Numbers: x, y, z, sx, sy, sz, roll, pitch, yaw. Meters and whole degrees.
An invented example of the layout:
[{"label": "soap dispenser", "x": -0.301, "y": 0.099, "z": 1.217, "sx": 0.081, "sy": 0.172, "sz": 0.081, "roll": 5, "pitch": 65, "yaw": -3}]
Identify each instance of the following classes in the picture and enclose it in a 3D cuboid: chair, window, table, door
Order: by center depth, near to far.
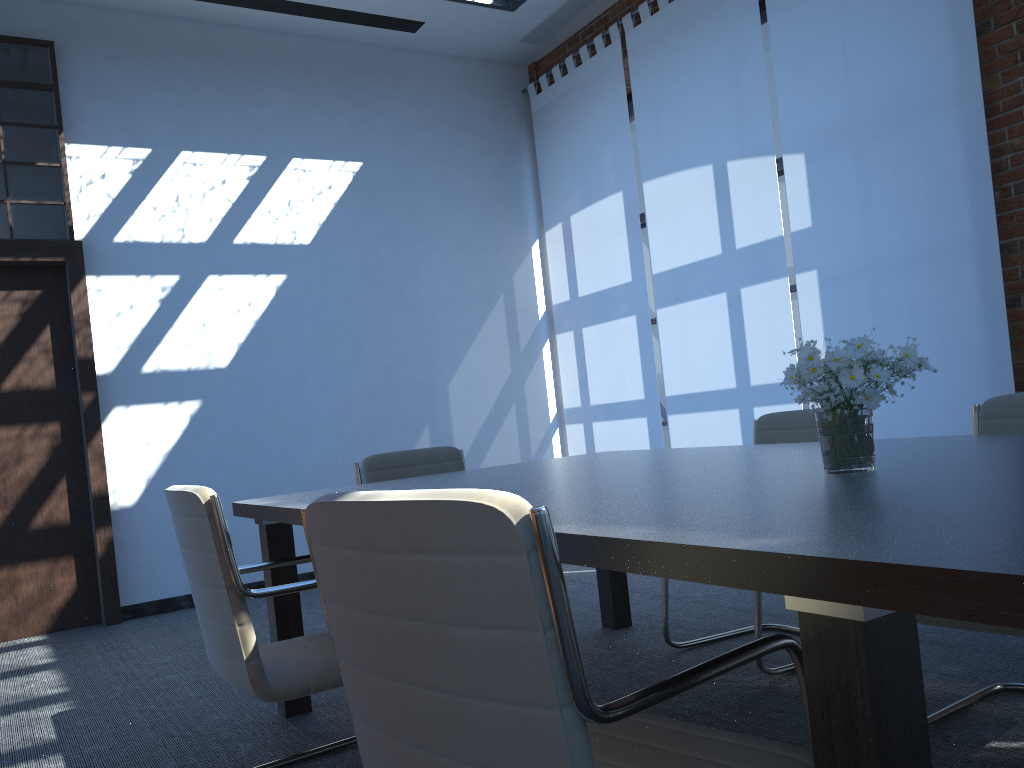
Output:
[{"label": "chair", "x": 0.120, "y": 0.588, "z": 1.423, "sx": 0.705, "sy": 0.922, "sz": 0.561, "roll": -5, "pitch": -1, "yaw": -43}, {"label": "table", "x": 0.881, "y": 0.586, "z": 1.930, "sx": 1.806, "sy": 0.809, "sz": 4.515, "roll": -5, "pitch": -3, "yaw": -31}, {"label": "chair", "x": 1.466, "y": 0.489, "z": 2.460, "sx": 0.705, "sy": 0.922, "sz": 0.561, "roll": -5, "pitch": -1, "yaw": -38}, {"label": "chair", "x": -0.583, "y": 0.715, "z": 2.596, "sx": 0.705, "sy": 0.922, "sz": 0.561, "roll": -5, "pitch": -1, "yaw": -31}, {"label": "chair", "x": 0.965, "y": 0.588, "z": 3.491, "sx": 0.705, "sy": 0.922, "sz": 0.561, "roll": -6, "pitch": -1, "yaw": -28}, {"label": "window", "x": 3.292, "y": -1.008, "z": 3.580, "sx": 0.160, "sy": 3.606, "sz": 9.645, "roll": -6, "pitch": -2, "yaw": -31}, {"label": "chair", "x": -0.263, "y": 0.735, "z": 3.844, "sx": 0.559, "sy": 0.922, "sz": 0.708, "roll": -6, "pitch": -1, "yaw": -31}, {"label": "window", "x": -3.406, "y": -1.476, "z": 5.278, "sx": 1.326, "sy": 1.292, "sz": 0.059, "roll": -5, "pitch": -1, "yaw": -31}, {"label": "door", "x": -3.235, "y": 0.358, "z": 5.322, "sx": 1.398, "sy": 2.434, "sz": 0.201, "roll": -6, "pitch": 0, "yaw": -31}]

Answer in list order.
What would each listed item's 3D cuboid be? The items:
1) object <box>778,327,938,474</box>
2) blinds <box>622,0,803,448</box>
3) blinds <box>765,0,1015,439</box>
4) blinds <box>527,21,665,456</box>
[{"label": "object", "x": 0.749, "y": 0.040, "z": 1.987, "sx": 0.328, "sy": 0.309, "sz": 0.337, "roll": -6, "pitch": -2, "yaw": -21}, {"label": "blinds", "x": 1.310, "y": -0.807, "z": 5.800, "sx": 0.039, "sy": 3.756, "sz": 1.221, "roll": -6, "pitch": 0, "yaw": -31}, {"label": "blinds", "x": 1.960, "y": -0.924, "z": 4.716, "sx": 0.039, "sy": 3.756, "sz": 1.221, "roll": -6, "pitch": 0, "yaw": -31}, {"label": "blinds", "x": 0.654, "y": -0.689, "z": 6.893, "sx": 0.039, "sy": 3.756, "sz": 1.221, "roll": -6, "pitch": 0, "yaw": -31}]
